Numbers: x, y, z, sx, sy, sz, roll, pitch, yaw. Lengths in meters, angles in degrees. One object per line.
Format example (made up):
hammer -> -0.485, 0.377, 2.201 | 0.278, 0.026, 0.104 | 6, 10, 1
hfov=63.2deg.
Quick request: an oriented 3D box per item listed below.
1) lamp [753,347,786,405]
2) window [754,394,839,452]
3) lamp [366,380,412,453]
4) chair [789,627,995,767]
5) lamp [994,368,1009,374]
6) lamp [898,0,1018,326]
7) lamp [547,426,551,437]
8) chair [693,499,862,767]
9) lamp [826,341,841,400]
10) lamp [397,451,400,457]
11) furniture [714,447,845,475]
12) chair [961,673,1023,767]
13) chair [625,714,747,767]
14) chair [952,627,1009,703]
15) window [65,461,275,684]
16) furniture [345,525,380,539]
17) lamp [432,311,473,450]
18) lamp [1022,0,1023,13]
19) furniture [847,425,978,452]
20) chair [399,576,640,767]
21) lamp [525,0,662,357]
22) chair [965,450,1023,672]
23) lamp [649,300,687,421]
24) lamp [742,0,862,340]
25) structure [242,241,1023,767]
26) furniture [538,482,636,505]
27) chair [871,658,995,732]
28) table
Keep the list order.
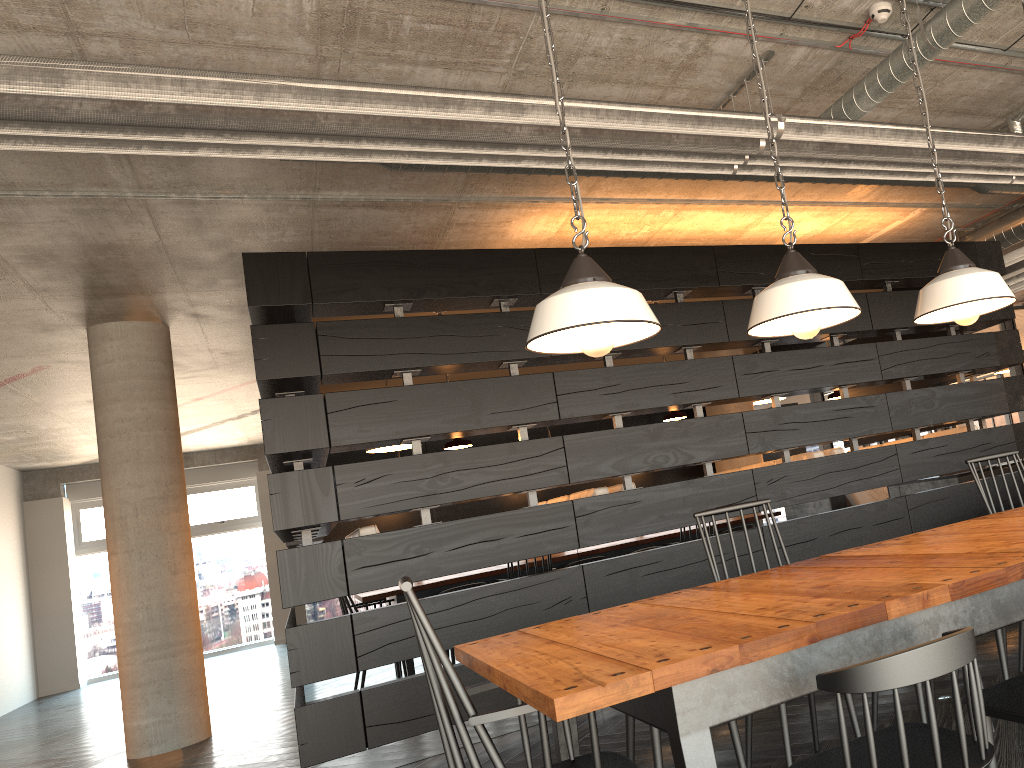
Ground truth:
lamp -> 2.688, -0.543, 9.211 | 0.487, 1.493, 0.406 | -7, -6, -15
window -> 6.259, 1.684, 18.324 | 2.820, 2.856, 0.218 | -6, -7, -26
lamp -> -1.132, -0.173, 7.306 | 0.487, 1.493, 0.406 | -7, -6, -15
chair -> 0.838, 0.903, 1.777 | 0.423, 0.732, 0.396 | -6, -7, -21
lamp -> 6.508, -0.912, 11.116 | 0.391, 1.493, 0.501 | -12, -7, 31
lamp -> 1.460, -1.052, 2.983 | 0.394, 1.726, 0.340 | -7, -6, -11
lamp -> 0.427, 0.490, 9.778 | 0.170, 1.043, 0.218 | -12, -7, 31
chair -> 1.034, 0.961, 3.193 | 0.517, 1.026, 0.435 | -6, -7, -22
lamp -> 2.821, -0.356, 7.423 | 0.222, 1.043, 0.167 | -5, -7, -30
lamp -> -1.231, 0.650, 8.951 | 0.182, 1.043, 0.207 | -10, -6, 16
furniture -> 2.256, 1.268, 6.931 | 1.205, 1.251, 1.678 | -7, -9, -19
chair -> 1.370, 0.855, 2.033 | 0.423, 0.721, 0.413 | -6, -7, -21
chair -> 0.565, 1.141, 2.864 | 0.423, 0.732, 0.396 | -6, -7, -21
chair -> 2.092, 0.997, 3.615 | 0.423, 0.721, 0.413 | -6, -7, -21
window -> -5.093, 2.781, 12.662 | 2.820, 2.856, 0.218 | -6, -7, -26
furniture -> -0.762, 1.560, 5.426 | 0.666, 1.251, 1.681 | -7, -9, -17
lamp -> -0.440, -0.040, 5.797 | 0.222, 1.043, 0.167 | -5, -7, -30
lamp -> 2.137, -1.117, 3.321 | 0.381, 1.726, 0.353 | -8, -6, -3
furniture -> 3.596, 1.139, 7.599 | 0.665, 1.251, 1.681 | -7, -9, -17
chair -> 0.056, 0.936, 2.016 | 0.545, 1.026, 0.415 | -7, -7, -18
lamp -> 0.104, -0.921, 2.307 | 0.337, 1.726, 0.397 | -11, -6, 20
chair -> 2.541, 0.815, 3.945 | 0.517, 1.026, 0.435 | -6, -7, -22
lamp -> 1.218, -0.201, 6.624 | 0.212, 1.043, 0.177 | -7, -6, -15
lamp -> 0.783, -0.987, 2.645 | 0.421, 1.726, 0.313 | -5, -7, -33
structure -> 0.917, 0.962, 8.139 | 6.189, 2.720, 5.444 | -6, -10, -22
furniture -> 0.556, 1.432, 6.083 | 1.205, 1.251, 1.678 | -7, -9, -19
chair -> 1.604, 1.026, 3.297 | 0.423, 0.732, 0.396 | -6, -7, -21
table -> 1.901, 0.870, 2.871 | 4.245, 0.786, 1.057 | -6, -9, -26
